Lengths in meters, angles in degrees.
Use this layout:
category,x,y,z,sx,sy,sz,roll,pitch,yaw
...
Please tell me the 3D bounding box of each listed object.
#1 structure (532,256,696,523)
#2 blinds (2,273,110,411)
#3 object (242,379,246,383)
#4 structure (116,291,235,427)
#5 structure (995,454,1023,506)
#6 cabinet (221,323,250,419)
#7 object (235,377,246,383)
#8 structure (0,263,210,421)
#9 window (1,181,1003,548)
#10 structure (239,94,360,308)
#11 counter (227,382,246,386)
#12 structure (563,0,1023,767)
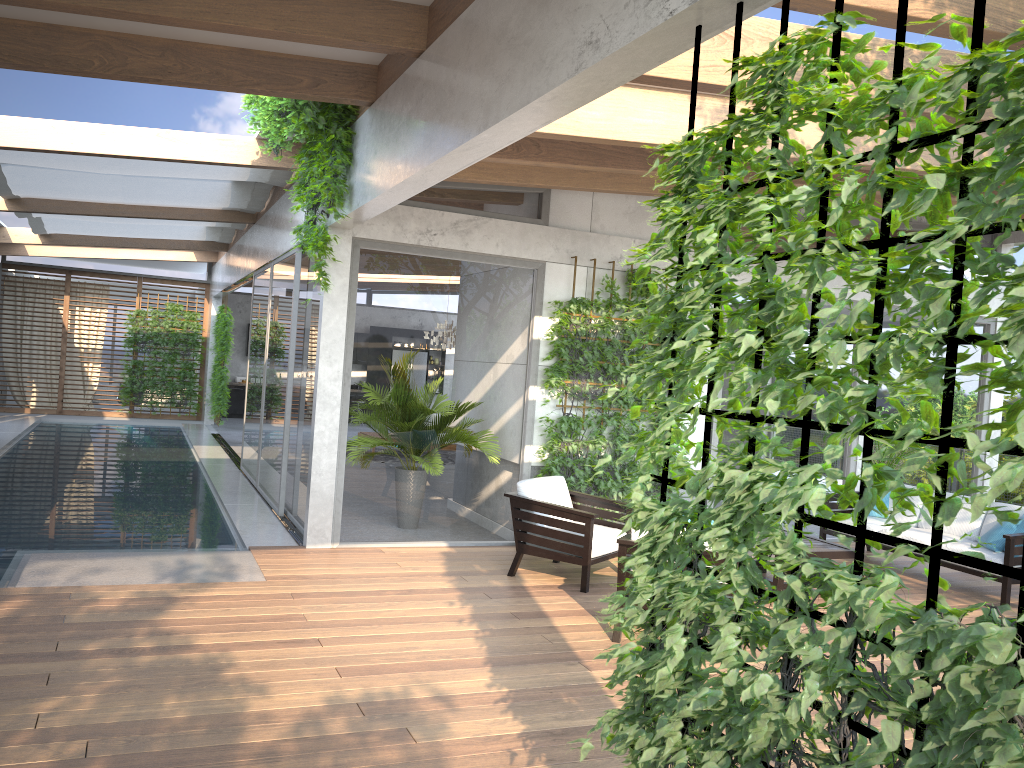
category,x,y,z,sx,sy,sz,roll,pitch,yaw
structure,1.053,0.180,8.485,1.851,2.669,0.500,4,1,-22
blinds,-9.839,-0.827,19.088,2.087,2.898,0.692,4,1,-19
object,-6.465,-0.077,21.406,0.086,0.087,0.090,5,1,44
structure,-6.667,-0.479,14.814,2.739,2.687,10.282,4,1,-6
structure,4.802,1.536,9.408,15.587,3.022,31.708,4,1,18
cabinet,-4.520,-0.295,22.411,5.901,2.502,0.709,4,1,-24
object,-6.505,-0.091,21.579,0.381,0.134,0.590,4,1,-35
structure,-8.870,-0.844,19.113,4.313,3.079,0.085,4,1,-23
window,-1.963,-0.618,15.791,14.294,3.764,23.280,4,1,-23
structure,-1.751,-1.635,7.213,0.918,2.054,1.822,4,1,-26
counter,-5.503,0.072,21.990,3.805,0.061,0.607,4,1,-23
structure,0.706,0.271,2.135,0.500,2.687,1.807,4,1,-22
